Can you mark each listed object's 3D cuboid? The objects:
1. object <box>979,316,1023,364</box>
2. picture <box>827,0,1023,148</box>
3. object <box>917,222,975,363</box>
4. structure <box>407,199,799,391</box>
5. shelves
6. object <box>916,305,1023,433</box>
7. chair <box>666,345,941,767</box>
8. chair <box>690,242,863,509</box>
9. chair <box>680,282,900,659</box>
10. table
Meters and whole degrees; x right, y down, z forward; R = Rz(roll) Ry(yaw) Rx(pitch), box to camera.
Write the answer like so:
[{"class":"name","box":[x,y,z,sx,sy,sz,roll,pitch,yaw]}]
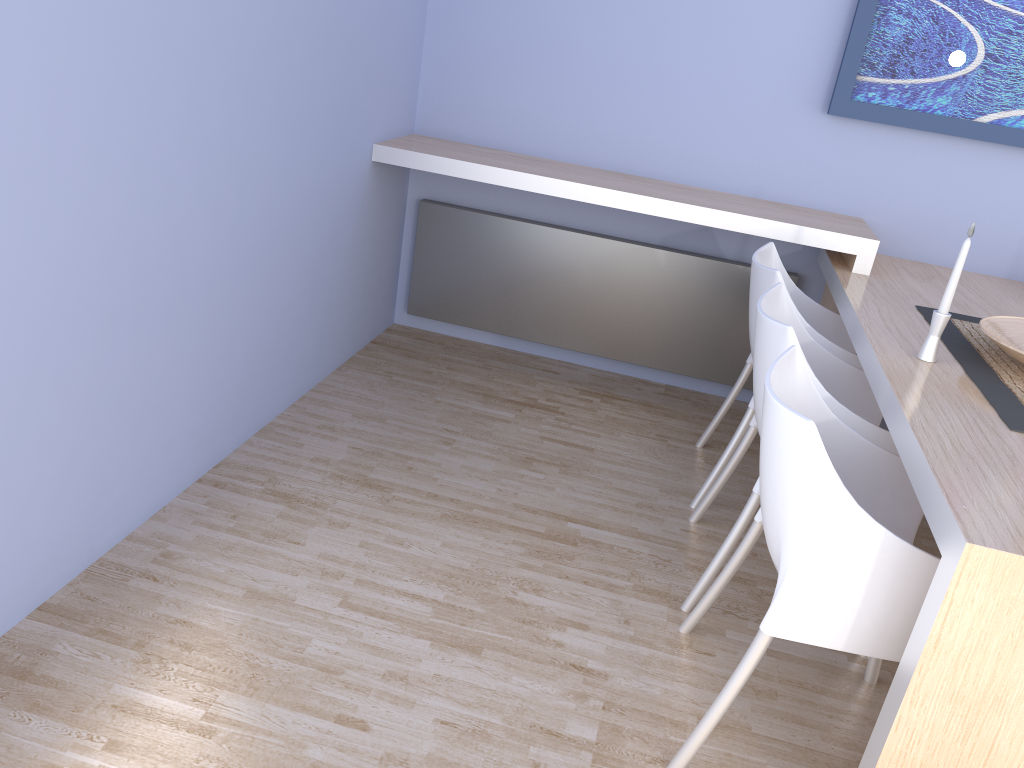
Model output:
[{"class":"object","box":[1.423,-0.049,2.222,0.493,0.081,0.493,21,25,26]},{"class":"picture","box":[1.836,-1.270,3.009,1.252,0.901,0.049,13,22,9]},{"class":"object","box":[1.060,-0.222,2.148,0.045,0.349,0.045,-7,28,-35]},{"class":"structure","box":[1.432,-0.121,3.535,3.843,0.503,0.064,13,22,9]},{"class":"shelves","box":[1.340,-0.153,3.348,3.901,0.840,0.463,13,22,9]},{"class":"object","box":[1.419,-0.009,2.235,0.594,0.005,0.986,13,22,8]},{"class":"chair","box":[0.658,0.389,1.826,0.486,0.793,0.510,13,22,9]},{"class":"chair","box":[0.917,-0.001,2.875,0.486,0.793,0.510,13,22,9]},{"class":"chair","box":[0.787,0.194,2.350,0.486,0.793,0.510,13,22,9]},{"class":"table","box":[1.381,0.283,2.470,1.002,0.718,2.340,13,22,9]}]
